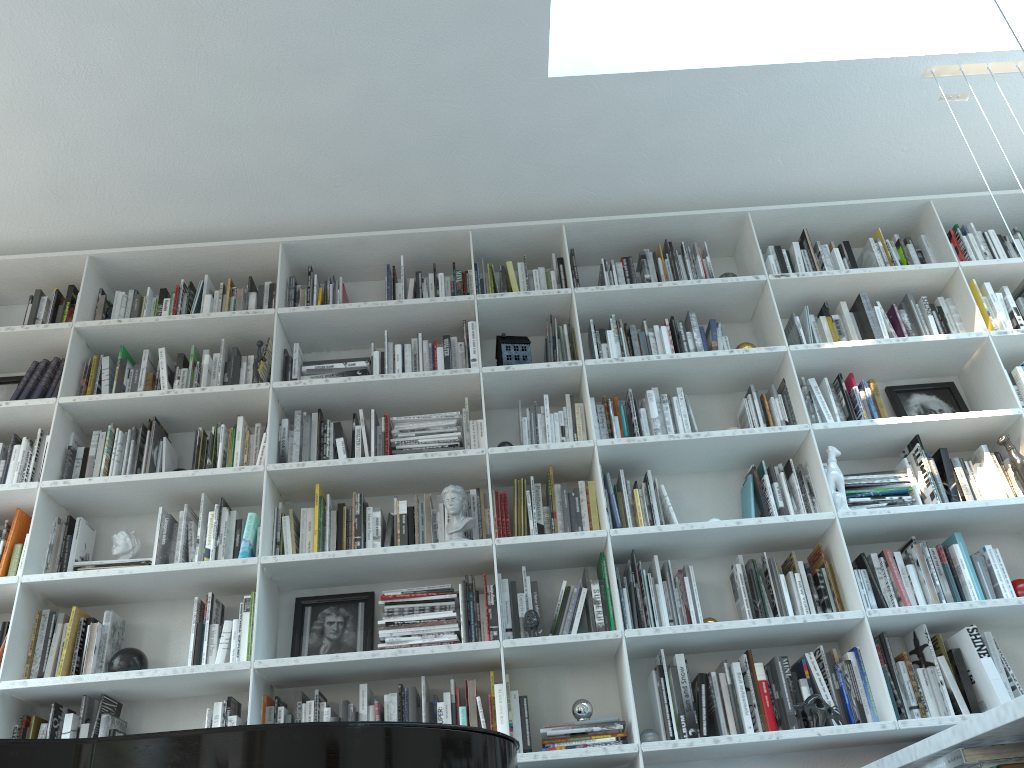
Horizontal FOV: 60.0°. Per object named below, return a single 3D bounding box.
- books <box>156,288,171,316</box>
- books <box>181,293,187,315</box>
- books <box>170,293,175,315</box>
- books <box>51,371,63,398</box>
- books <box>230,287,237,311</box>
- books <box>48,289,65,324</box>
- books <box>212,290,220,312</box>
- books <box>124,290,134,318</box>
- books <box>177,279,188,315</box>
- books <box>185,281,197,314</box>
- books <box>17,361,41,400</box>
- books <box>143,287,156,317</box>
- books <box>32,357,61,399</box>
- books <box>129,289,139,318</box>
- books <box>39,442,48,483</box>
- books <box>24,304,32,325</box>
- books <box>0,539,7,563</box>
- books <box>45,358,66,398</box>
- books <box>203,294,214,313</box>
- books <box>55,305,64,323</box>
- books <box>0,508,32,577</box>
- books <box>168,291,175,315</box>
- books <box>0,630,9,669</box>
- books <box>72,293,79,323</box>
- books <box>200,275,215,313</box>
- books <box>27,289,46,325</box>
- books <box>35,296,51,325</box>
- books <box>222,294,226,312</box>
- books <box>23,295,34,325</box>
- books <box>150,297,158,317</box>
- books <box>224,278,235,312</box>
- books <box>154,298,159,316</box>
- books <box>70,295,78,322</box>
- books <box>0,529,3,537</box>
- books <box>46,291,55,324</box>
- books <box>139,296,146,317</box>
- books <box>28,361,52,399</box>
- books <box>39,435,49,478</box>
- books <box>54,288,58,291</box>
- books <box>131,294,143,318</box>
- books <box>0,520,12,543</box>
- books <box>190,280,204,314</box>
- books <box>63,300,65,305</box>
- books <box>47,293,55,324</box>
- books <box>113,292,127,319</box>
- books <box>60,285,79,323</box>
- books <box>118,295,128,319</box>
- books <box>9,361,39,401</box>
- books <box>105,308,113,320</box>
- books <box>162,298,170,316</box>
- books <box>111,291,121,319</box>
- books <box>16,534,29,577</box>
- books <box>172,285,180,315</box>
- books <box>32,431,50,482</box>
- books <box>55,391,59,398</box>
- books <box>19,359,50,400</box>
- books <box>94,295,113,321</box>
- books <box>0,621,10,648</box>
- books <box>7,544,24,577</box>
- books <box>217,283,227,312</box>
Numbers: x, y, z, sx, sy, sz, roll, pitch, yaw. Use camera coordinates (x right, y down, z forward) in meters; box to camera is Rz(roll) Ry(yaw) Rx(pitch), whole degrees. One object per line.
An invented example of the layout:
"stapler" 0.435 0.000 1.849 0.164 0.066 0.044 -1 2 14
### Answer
"books" -1.552 -0.276 3.971 0.028 0.266 0.152 -4 -31 -2
"books" -1.444 -0.273 3.962 0.029 0.234 0.130 -4 -31 -2
"books" -1.486 -0.269 3.943 0.011 0.214 0.161 -4 -31 -2
"books" -1.897 0.058 3.778 0.078 0.284 0.175 -4 -31 -2
"books" -1.227 -0.293 3.957 0.021 0.227 0.161 -4 -31 -2
"books" -2.005 -0.257 3.939 0.011 0.273 0.184 -4 -31 -2
"books" -1.308 -0.285 3.965 0.026 0.234 0.135 -4 -31 -2
"books" -1.679 -0.268 3.949 0.023 0.250 0.171 -4 -31 -2
"books" -1.466 -0.305 3.968 0.010 0.297 0.151 -4 -31 -2
"books" -1.425 -0.300 3.961 0.013 0.275 0.165 -4 -31 -2
"books" -2.027 0.069 3.767 0.110 0.278 0.175 -4 -31 -2
"books" -1.607 -0.279 3.954 0.010 0.263 0.161 -4 -31 -2
"books" -1.953 0.051 3.754 0.097 0.281 0.175 -4 -31 -2
"books" -1.661 -0.271 3.946 0.012 0.248 0.175 -4 -31 -2
"books" -1.798 0.373 3.528 0.039 0.201 0.237 -4 -31 -2
"books" -2.111 -0.222 3.926 0.028 0.217 0.154 -4 -31 -2
"books" -1.914 0.714 3.364 0.013 0.202 0.162 -4 -31 -2
"books" -1.920 0.057 3.774 0.078 0.284 0.175 -4 -31 -2
"books" -1.334 -0.268 3.945 0.031 0.189 0.182 -4 -31 -2
"books" -1.970 -0.221 3.923 0.027 0.189 0.178 -4 -31 -2
"books" -1.894 0.660 3.397 0.035 0.324 0.171 -4 -31 -2
"books" -1.500 -0.272 3.954 0.013 0.233 0.155 -4 -31 -2
"books" -1.762 0.966 3.168 0.082 0.275 0.229 -4 -31 -2
"books" -1.897 -0.253 3.942 0.031 0.253 0.179 -4 -31 -2
"books" -1.362 -0.315 3.982 0.014 0.313 0.167 -4 -31 -2
"books" -2.087 -0.252 3.938 0.024 0.278 0.189 -4 -31 -2
"books" -2.060 -0.242 3.931 0.028 0.247 0.156 -4 -31 -2
"books" -1.265 -0.273 3.969 0.029 0.212 0.142 -4 -31 -2
"books" -2.133 -0.239 3.951 0.013 0.276 0.151 -4 -31 -2
"books" -1.589 -0.255 3.969 0.025 0.233 0.130 -4 -31 -2
"books" -1.246 -0.312 3.960 0.014 0.265 0.193 -4 -31 -2
"books" -1.569 -0.252 3.958 0.012 0.215 0.151 -4 -31 -2
"books" -1.924 -0.247 3.954 0.022 0.259 0.153 -4 -31 -2
"books" -1.978 0.684 3.373 0.015 0.273 0.158 -4 -31 -2
"books" -2.027 -0.253 3.950 0.013 0.282 0.167 -4 -31 -2
"books" -1.617 -0.255 3.937 0.014 0.206 0.167 -4 -31 -2
"books" -1.982 0.066 3.769 0.110 0.278 0.175 -4 -31 -2
"books" -1.837 0.363 3.564 0.035 0.262 0.178 -4 -31 -2
"books" -2.042 -0.260 3.972 0.014 0.319 0.137 -4 -31 -2
"books" -1.639 -0.261 3.925 0.029 0.206 0.179 -4 -31 -2
"books" -1.931 0.684 3.399 0.015 0.291 0.144 -4 -31 -2
"books" -1.393 -0.302 3.959 0.052 0.271 0.173 -4 -31 -2
"books" -1.992 -0.234 3.960 0.013 0.253 0.130 -4 -31 -2
"books" -2.015 -0.251 3.935 0.010 0.262 0.157 -4 -31 -2
"books" -1.729 -0.265 3.949 0.031 0.253 0.146 -4 -31 -2
"books" -1.949 -0.273 3.942 0.025 0.295 0.164 -4 -31 -2
"books" -1.701 -0.255 3.938 0.023 0.219 0.182 -4 -31 -2
"books" -2.050 0.066 3.758 0.110 0.278 0.175 -4 -31 -2
"books" -1.775 -0.226 3.937 0.024 0.182 0.134 -4 -31 -2
"books" -1.520 -0.255 3.948 0.030 0.200 0.153 -4 -31 -2
"books" -1.757 -0.263 3.971 0.021 0.277 0.141 -4 -31 -2
"books" -1.828 0.701 3.376 0.031 0.222 0.145 -4 -31 -2
"books" -1.476 -0.285 3.953 0.013 0.250 0.184 -4 -31 -2
"books" -1.866 0.355 3.572 0.022 0.288 0.170 -4 -31 -2
"books" -1.874 0.054 3.775 0.078 0.284 0.175 -4 -31 -2
"books" -2.005 0.058 3.752 0.110 0.278 0.175 -4 -31 -2
"books" -1.804 -0.255 3.937 0.029 0.236 0.157 -4 -31 -2
"books" -1.812 1.001 3.193 0.021 0.250 0.155 -4 -31 -2
"books" -1.856 0.720 3.364 0.030 0.182 0.152 -4 -31 -2
"books" -1.289 -0.300 3.975 0.014 0.267 0.157 -4 -31 -2
